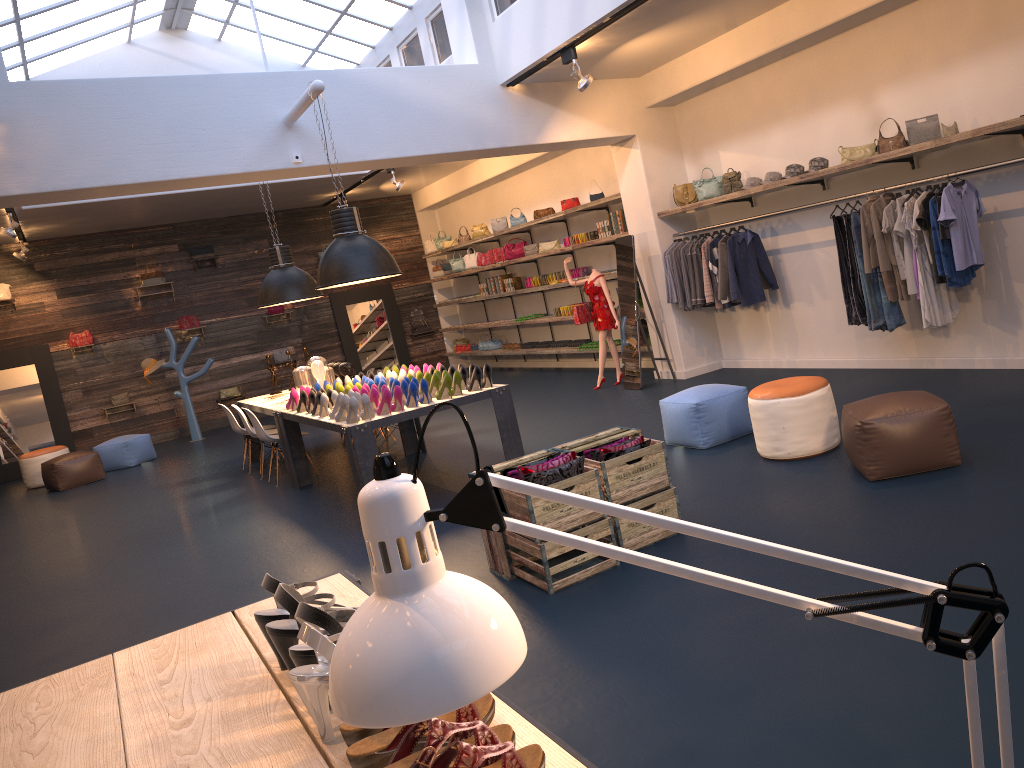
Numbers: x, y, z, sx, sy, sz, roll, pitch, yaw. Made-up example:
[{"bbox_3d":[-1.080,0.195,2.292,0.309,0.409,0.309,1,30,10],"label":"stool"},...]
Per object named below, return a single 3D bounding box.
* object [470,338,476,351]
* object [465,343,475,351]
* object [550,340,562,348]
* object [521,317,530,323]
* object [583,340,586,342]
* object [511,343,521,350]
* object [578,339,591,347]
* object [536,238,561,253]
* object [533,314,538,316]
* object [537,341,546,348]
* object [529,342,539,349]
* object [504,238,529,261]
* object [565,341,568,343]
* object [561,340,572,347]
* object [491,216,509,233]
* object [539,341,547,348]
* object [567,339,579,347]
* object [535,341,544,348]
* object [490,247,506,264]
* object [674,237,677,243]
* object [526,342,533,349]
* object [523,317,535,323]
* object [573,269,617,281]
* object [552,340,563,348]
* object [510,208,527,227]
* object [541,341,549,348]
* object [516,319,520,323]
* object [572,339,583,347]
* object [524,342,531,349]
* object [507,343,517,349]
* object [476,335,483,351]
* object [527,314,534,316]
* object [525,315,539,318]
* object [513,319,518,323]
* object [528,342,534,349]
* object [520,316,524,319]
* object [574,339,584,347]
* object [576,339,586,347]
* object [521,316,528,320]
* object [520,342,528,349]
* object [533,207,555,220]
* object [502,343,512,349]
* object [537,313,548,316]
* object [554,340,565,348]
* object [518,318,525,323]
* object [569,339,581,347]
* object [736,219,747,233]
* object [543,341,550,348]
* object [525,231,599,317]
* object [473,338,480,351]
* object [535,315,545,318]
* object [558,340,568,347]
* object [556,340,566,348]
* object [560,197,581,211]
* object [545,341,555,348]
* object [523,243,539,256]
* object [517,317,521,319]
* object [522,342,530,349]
[{"bbox_3d":[-0.691,-0.764,16.093,0.201,0.279,0.059,-12,5,0],"label":"object"},{"bbox_3d":[-0.781,-0.691,16.289,0.217,0.118,0.091,-11,5,4],"label":"object"},{"bbox_3d":[0.683,-0.618,13.417,0.190,0.087,0.065,-12,5,-6],"label":"object"},{"bbox_3d":[0.231,-1.014,13.694,0.254,0.058,0.076,-15,7,-34],"label":"object"},{"bbox_3d":[1.053,-0.629,12.659,0.048,0.022,0.011,-12,5,-5],"label":"object"},{"bbox_3d":[0.100,-0.637,14.538,0.230,0.082,0.216,-16,8,-38],"label":"object"},{"bbox_3d":[1.059,-0.602,12.666,0.188,0.087,0.065,-11,5,-3],"label":"object"},{"bbox_3d":[0.526,-2.036,12.789,0.352,0.174,0.239,-10,6,12],"label":"object"},{"bbox_3d":[0.404,-1.095,13.853,0.078,0.073,0.256,-7,8,39],"label":"object"},{"bbox_3d":[0.486,-0.626,13.808,0.201,0.087,0.061,-15,6,-29],"label":"object"},{"bbox_3d":[0.369,-0.631,14.041,0.201,0.087,0.061,-15,6,-29],"label":"object"},{"bbox_3d":[0.065,-2.135,13.685,0.373,0.336,0.277,-16,7,-39],"label":"object"},{"bbox_3d":[0.818,-0.638,13.125,0.046,0.022,0.012,-10,5,8],"label":"object"},{"bbox_3d":[0.825,-0.612,13.132,0.181,0.087,0.068,-10,6,10],"label":"object"},{"bbox_3d":[-0.193,-2.553,13.909,0.266,0.229,0.081,-10,5,12],"label":"object"},{"bbox_3d":[0.515,-0.625,13.750,0.201,0.087,0.061,-15,6,-29],"label":"object"},{"bbox_3d":[0.915,-0.608,12.952,0.195,0.087,0.063,-13,6,-14],"label":"object"},{"bbox_3d":[0.457,-0.627,13.863,0.201,0.087,0.061,-15,6,-29],"label":"object"},{"bbox_3d":[-0.237,-2.097,14.108,0.295,0.249,0.146,-8,7,33],"label":"object"},{"bbox_3d":[1.914,-1.638,10.086,0.466,0.219,0.009,-15,6,-31],"label":"object"},{"bbox_3d":[0.311,-0.633,14.154,0.201,0.087,0.061,-15,6,-29],"label":"object"},{"bbox_3d":[0.256,-1.010,13.611,0.254,0.058,0.076,-15,7,-34],"label":"object"},{"bbox_3d":[1.266,-1.502,11.762,0.520,0.060,1.409,-14,7,-26],"label":"object"},{"bbox_3d":[0.711,-0.617,13.360,0.188,0.087,0.065,-11,5,-2],"label":"object"},{"bbox_3d":[0.085,-2.570,13.356,0.272,0.282,0.097,-11,5,4],"label":"object"},{"bbox_3d":[0.544,-0.623,13.690,0.201,0.087,0.061,-15,6,-29],"label":"object"},{"bbox_3d":[0.155,-1.018,13.845,0.254,0.058,0.076,-15,7,-34],"label":"object"},{"bbox_3d":[0.972,-0.606,12.838,0.191,0.087,0.064,-12,5,-8],"label":"object"},{"bbox_3d":[0.282,-0.634,14.213,0.201,0.087,0.061,-15,6,-29],"label":"object"},{"bbox_3d":[0.028,-0.651,14.775,0.230,0.082,0.216,-16,8,-38],"label":"object"},{"bbox_3d":[-0.576,-0.759,15.863,0.201,0.279,0.059,-12,5,0],"label":"object"},{"bbox_3d":[0.318,-1.099,14.025,0.235,0.053,0.085,-11,6,0],"label":"object"},{"bbox_3d":[0.316,-1.060,13.694,0.253,0.067,0.079,-14,6,-24],"label":"object"},{"bbox_3d":[0.109,-1.017,13.918,0.254,0.058,0.076,-15,7,-34],"label":"object"},{"bbox_3d":[0.339,-0.632,14.098,0.201,0.087,0.061,-15,6,-29],"label":"object"},{"bbox_3d":[0.241,-1.062,13.846,0.253,0.068,0.078,-14,6,-24],"label":"object"},{"bbox_3d":[1.002,-0.604,12.779,0.191,0.087,0.064,-12,5,-8],"label":"object"},{"bbox_3d":[1.030,-0.603,12.723,0.190,0.087,0.064,-12,5,-7],"label":"object"},{"bbox_3d":[0.252,-1.056,13.760,0.252,0.064,0.080,-14,6,-24],"label":"object"},{"bbox_3d":[0.224,-0.636,14.327,0.201,0.087,0.061,-15,6,-29],"label":"object"},{"bbox_3d":[0.493,-2.488,12.626,0.381,0.141,0.382,-13,7,-17],"label":"object"},{"bbox_3d":[-0.066,-0.659,15.001,0.223,0.082,0.224,-13,7,-17],"label":"object"},{"bbox_3d":[0.469,-1.100,13.788,0.077,0.067,0.257,-6,8,40],"label":"object"},{"bbox_3d":[0.740,-0.616,13.303,0.186,0.087,0.066,-11,5,0],"label":"object"},{"bbox_3d":[0.181,-1.013,13.761,0.254,0.058,0.076,-15,7,-34],"label":"object"},{"bbox_3d":[0.943,-0.607,12.896,0.195,0.087,0.063,-13,6,-16],"label":"object"},{"bbox_3d":[2.414,-1.623,9.131,0.466,0.219,0.009,-15,6,-31],"label":"object"},{"bbox_3d":[0.572,-0.622,13.635,0.201,0.087,0.061,-15,6,-29],"label":"object"},{"bbox_3d":[0.756,-1.556,12.866,0.491,1.133,2.492,-14,7,-25],"label":"object"},{"bbox_3d":[-0.634,-0.763,15.985,0.207,0.279,0.057,-12,5,-9],"label":"object"},{"bbox_3d":[0.408,-1.050,13.704,0.254,0.058,0.076,-15,7,-34],"label":"object"},{"bbox_3d":[0.797,-0.613,13.188,0.183,0.087,0.067,-11,5,5],"label":"object"},{"bbox_3d":[0.769,-0.614,13.244,0.186,0.087,0.066,-11,5,0],"label":"object"},{"bbox_3d":[0.802,-2.470,11.916,0.274,0.149,0.115,-11,5,4],"label":"object"},{"bbox_3d":[0.602,-0.621,13.577,0.201,0.087,0.061,-15,6,-29],"label":"object"},{"bbox_3d":[0.304,-2.048,13.237,0.253,0.175,0.110,-9,6,22],"label":"object"},{"bbox_3d":[0.176,-1.058,13.910,0.254,0.063,0.077,-14,7,-26],"label":"object"},{"bbox_3d":[0.253,-0.635,14.271,0.201,0.087,0.061,-15,6,-29],"label":"object"}]
